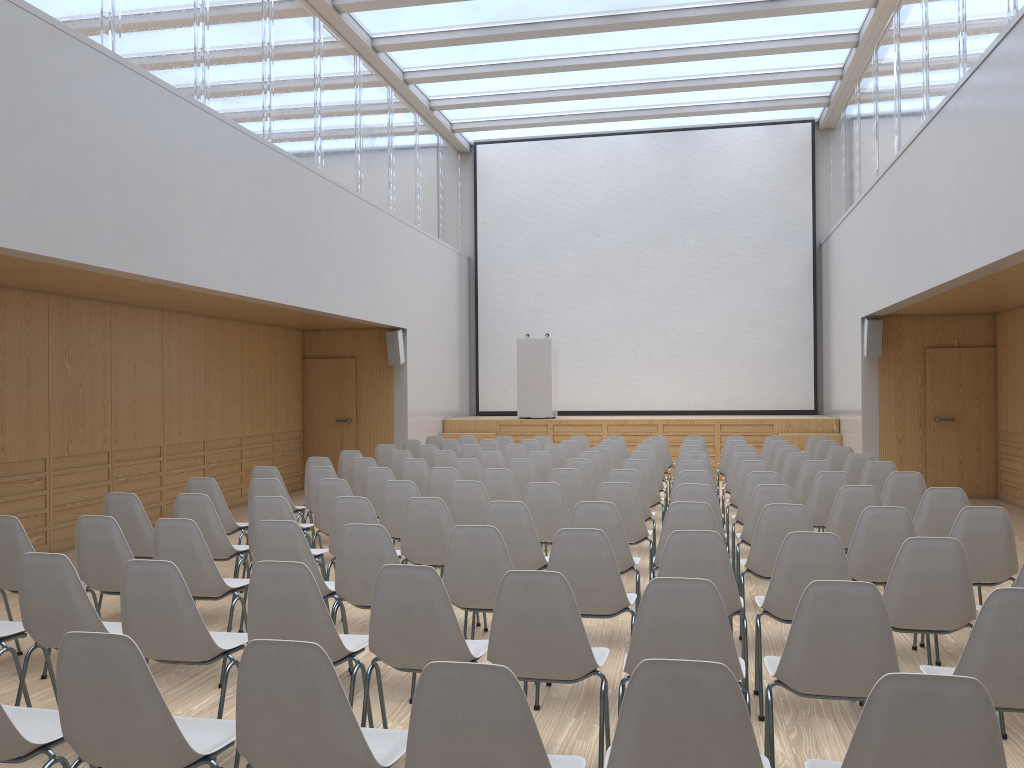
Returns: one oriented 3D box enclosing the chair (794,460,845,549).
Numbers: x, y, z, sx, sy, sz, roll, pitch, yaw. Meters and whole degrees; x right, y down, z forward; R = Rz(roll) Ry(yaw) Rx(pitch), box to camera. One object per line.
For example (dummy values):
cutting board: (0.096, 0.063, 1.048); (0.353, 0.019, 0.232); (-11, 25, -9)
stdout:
chair: (2.732, 1.109, 8.019); (0.479, 0.876, 0.505); (-1, 0, 12)

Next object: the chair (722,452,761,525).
chair: (2.391, 1.118, 9.073); (0.479, 0.876, 0.505); (-1, 0, 12)

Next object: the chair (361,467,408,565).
chair: (-1.083, 1.144, 7.771); (0.479, 0.876, 0.505); (-1, 0, 12)

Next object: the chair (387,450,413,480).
chair: (-1.158, 1.155, 9.848); (0.479, 0.876, 0.505); (-1, 0, 12)

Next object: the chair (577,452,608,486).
chair: (0.856, 1.134, 9.370); (0.479, 0.876, 0.505); (-1, 0, 12)

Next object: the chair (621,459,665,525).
chair: (1.191, 1.125, 8.321); (0.479, 0.876, 0.505); (-1, 0, 12)

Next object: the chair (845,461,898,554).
chair: (3.236, 1.104, 7.896); (0.479, 0.876, 0.505); (-1, 0, 12)

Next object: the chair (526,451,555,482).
chair: (0.333, 1.140, 9.500); (0.479, 0.876, 0.505); (-1, 0, 12)

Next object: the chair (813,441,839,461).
chair: (3.810, 1.114, 10.800); (0.479, 0.876, 0.505); (-1, 0, 12)

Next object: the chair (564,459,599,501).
chair: (0.670, 1.131, 8.448); (0.479, 0.876, 0.505); (-1, 0, 12)

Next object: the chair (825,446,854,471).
chair: (3.623, 1.111, 9.858); (0.479, 0.876, 0.505); (-1, 0, 12)

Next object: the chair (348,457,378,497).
chair: (-1.392, 1.152, 8.857); (0.479, 0.876, 0.505); (-1, 0, 12)

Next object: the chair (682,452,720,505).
chair: (1.911, 1.123, 9.192); (0.479, 0.876, 0.505); (-1, 0, 12)

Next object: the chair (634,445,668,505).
chair: (1.569, 1.132, 10.304); (0.479, 0.876, 0.505); (-1, 0, 12)

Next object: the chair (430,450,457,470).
chair: (-0.673, 1.150, 9.729); (0.479, 0.876, 0.505); (-1, 0, 12)

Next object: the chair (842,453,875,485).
chair: (3.433, 1.107, 8.835); (0.479, 0.876, 0.505); (-1, 0, 12)

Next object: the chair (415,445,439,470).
chair: (-0.950, 1.158, 10.766); (0.479, 0.876, 0.505); (-1, 0, 12)

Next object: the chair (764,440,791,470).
chair: (3.295, 1.120, 10.966); (0.479, 0.876, 0.505); (-1, 0, 12)

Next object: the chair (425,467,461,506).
chair: (-0.521, 1.138, 7.683); (0.479, 0.876, 0.505); (-1, 0, 12)

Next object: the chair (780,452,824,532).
chair: (2.900, 1.113, 9.016); (0.479, 0.876, 0.505); (-1, 0, 12)

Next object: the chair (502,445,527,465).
chair: (0.080, 1.148, 10.574); (0.479, 0.876, 0.505); (-1, 0, 12)

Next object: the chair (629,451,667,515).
chair: (1.389, 1.129, 9.330); (0.479, 0.876, 0.505); (-1, 0, 12)

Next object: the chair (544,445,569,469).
chair: (0.548, 1.143, 10.497); (0.479, 0.876, 0.505); (-1, 0, 12)

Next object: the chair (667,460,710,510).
chair: (1.672, 1.120, 8.201); (0.479, 0.876, 0.505); (-1, 0, 12)

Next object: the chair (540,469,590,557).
chair: (0.489, 1.127, 7.464); (0.479, 0.876, 0.505); (-1, 0, 12)

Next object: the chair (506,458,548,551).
chair: (0.136, 1.136, 8.568); (0.479, 0.876, 0.505); (-1, 0, 12)

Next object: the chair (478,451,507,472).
chair: (-0.167, 1.145, 9.582); (0.479, 0.876, 0.505); (-1, 0, 12)

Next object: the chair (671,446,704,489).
chair: (2.057, 1.127, 10.142); (0.479, 0.876, 0.505); (-1, 0, 12)

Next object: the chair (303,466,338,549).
chair: (-1.595, 1.149, 7.896); (0.479, 0.876, 0.505); (-1, 0, 12)

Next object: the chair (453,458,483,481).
chair: (-0.375, 1.142, 8.646); (0.479, 0.876, 0.505); (-1, 0, 12)

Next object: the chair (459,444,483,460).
chair: (-0.429, 1.153, 10.728); (0.479, 0.876, 0.505); (-1, 0, 12)

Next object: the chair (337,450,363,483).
chair: (-1.704, 1.161, 9.902); (0.479, 0.876, 0.505); (-1, 0, 12)

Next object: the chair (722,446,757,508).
chair: (2.628, 1.121, 10.065); (0.479, 0.876, 0.505); (-1, 0, 12)

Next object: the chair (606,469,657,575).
chair: (0.952, 1.122, 7.349); (0.479, 0.876, 0.505); (-1, 0, 12)

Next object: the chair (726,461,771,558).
chair: (2.191, 1.115, 8.072); (0.479, 0.876, 0.505); (-1, 0, 12)

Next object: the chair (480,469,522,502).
chair: (-0.068, 1.133, 7.519); (0.479, 0.876, 0.505); (-1, 0, 12)

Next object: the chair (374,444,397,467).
chair: (-1.467, 1.164, 10.934); (0.479, 0.876, 0.505); (-1, 0, 12)

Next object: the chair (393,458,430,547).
chair: (-0.880, 1.146, 8.667); (0.479, 0.876, 0.505); (-1, 0, 12)

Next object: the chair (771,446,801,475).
chair: (3.097, 1.116, 9.996); (0.479, 0.876, 0.505); (-1, 0, 12)

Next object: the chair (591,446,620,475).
chair: (1.081, 1.137, 10.303); (0.479, 0.876, 0.505); (-1, 0, 12)

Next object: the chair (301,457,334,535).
chair: (-1.854, 1.157, 8.981); (0.479, 0.876, 0.505); (-1, 0, 12)
